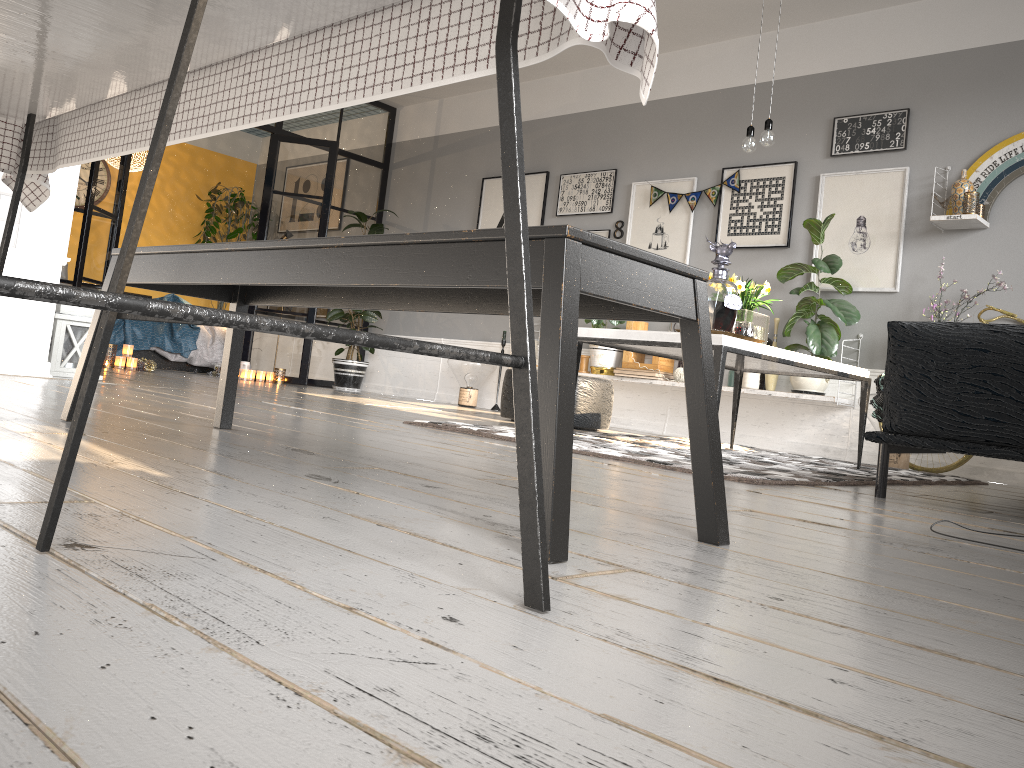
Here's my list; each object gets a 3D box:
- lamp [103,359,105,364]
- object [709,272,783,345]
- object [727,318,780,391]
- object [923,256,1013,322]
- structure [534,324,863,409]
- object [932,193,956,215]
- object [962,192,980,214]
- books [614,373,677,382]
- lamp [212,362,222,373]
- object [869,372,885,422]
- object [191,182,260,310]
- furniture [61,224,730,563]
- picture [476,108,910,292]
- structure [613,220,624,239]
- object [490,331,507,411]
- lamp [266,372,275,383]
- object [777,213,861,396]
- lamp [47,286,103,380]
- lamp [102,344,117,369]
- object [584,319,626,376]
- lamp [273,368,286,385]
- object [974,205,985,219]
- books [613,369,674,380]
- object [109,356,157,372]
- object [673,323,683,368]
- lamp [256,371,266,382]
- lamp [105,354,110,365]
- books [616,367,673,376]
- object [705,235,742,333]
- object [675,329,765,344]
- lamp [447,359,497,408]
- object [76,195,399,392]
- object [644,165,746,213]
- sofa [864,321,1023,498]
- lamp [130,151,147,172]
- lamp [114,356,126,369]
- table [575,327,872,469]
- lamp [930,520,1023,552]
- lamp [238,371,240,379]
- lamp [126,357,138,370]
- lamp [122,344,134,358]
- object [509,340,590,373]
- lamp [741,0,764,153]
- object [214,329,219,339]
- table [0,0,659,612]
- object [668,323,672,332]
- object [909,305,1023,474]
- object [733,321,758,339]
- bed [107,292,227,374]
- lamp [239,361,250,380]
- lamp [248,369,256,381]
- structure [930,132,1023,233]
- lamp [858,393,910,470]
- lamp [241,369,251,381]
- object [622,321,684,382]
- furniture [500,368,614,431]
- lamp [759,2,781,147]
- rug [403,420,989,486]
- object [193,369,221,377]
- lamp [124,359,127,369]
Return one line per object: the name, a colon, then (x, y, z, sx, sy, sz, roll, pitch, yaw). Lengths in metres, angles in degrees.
lamp: (-3.227, -0.184, 6.930, 0.080, 0.099, 0.080, 7, -3, -6)
object: (1.055, -0.332, 4.081, 0.350, 0.352, 0.325, 9, -3, -45)
object: (1.647, -0.205, 5.989, 0.286, 0.490, 0.330, 6, -3, 3)
object: (2.581, -0.429, 5.103, 0.252, 0.644, 0.488, 9, -3, -29)
structure: (1.122, -0.208, 6.513, 2.783, 0.488, 0.306, 6, -2, 43)
object: (2.561, -1.068, 5.250, 0.060, 0.166, 0.197, 8, -2, -13)
object: (2.676, -1.044, 5.159, 0.086, 0.140, 0.085, 5, -4, 36)
books: (0.990, -0.045, 6.564, 0.369, 0.021, 0.295, 7, 0, 38)
lamp: (-2.727, -0.134, 8.230, 0.096, 0.132, 0.108, 6, -3, 13)
object: (1.648, 0.058, 3.209, 0.491, 0.330, 0.663, 6, -1, 38)
object: (-3.354, -1.255, 10.421, 1.252, 2.214, 1.335, 5, -3, 30)
furniture: (-0.374, -0.046, 1.893, 1.674, 0.457, 0.463, 6, -2, 43)
picture: (-1.519, -1.574, 6.639, 7.312, 1.802, 4.017, 6, -1, 43)
structure: (0.625, -1.214, 7.351, 0.741, 0.264, 0.024, 6, -3, 43)
object: (-0.024, -0.112, 7.603, 0.280, 0.704, 0.091, 4, -5, 35)
lamp: (-2.197, -0.059, 8.048, 0.080, 0.099, 0.080, 7, -3, -6)
object: (1.969, -0.502, 5.699, 0.415, 1.155, 0.565, 7, -3, -7)
lamp: (-2.347, -0.281, 4.705, 0.287, 0.479, 0.285, 4, -4, 42)
lamp: (-3.136, -0.218, 6.869, 0.115, 0.188, 0.114, 4, -4, 42)
object: (0.735, -0.549, 6.807, 0.511, 0.968, 0.542, 5, -4, 28)
lamp: (-2.105, -0.070, 8.004, 0.107, 0.141, 0.107, 6, -3, 7)
object: (2.743, -1.007, 5.197, 0.062, 0.082, 0.062, 6, -3, 19)
books: (0.981, -0.071, 6.571, 0.385, 0.029, 0.258, 6, 0, 44)
object: (-3.132, -0.173, 7.255, 0.719, 0.118, 0.191, 7, -1, 32)
object: (1.269, -0.233, 6.540, 0.222, 0.465, 0.019, 4, -5, 43)
lamp: (-2.272, -0.068, 7.999, 0.080, 0.099, 0.080, 7, -3, -6)
lamp: (-3.293, -0.195, 7.137, 0.081, 0.107, 0.080, 4, -4, 43)
books: (0.988, -0.093, 6.582, 0.380, 0.017, 0.228, 7, 0, 40)
object: (0.832, -0.394, 3.548, 0.148, 0.419, 0.156, 9, -4, -27)
object: (0.844, -0.190, 3.588, 0.247, 0.015, 0.316, 7, 0, 43)
lamp: (-0.366, -0.018, 7.708, 0.431, 0.439, 0.432, 8, -2, -25)
object: (-2.480, -0.948, 7.412, 1.013, 1.801, 3.875, 4, -3, 43)
object: (1.352, -1.450, 6.685, 0.916, 0.341, 0.057, 6, -3, 43)
sofa: (2.272, 0.108, 3.449, 0.972, 0.801, 2.327, 5, -2, 43)
lamp: (-3.798, -2.668, 8.865, 0.616, 1.100, 0.614, 7, -3, -6)
lamp: (-3.103, -0.169, 7.003, 0.080, 0.099, 0.080, 7, -3, -6)
table: (0.991, 0.096, 4.071, 0.734, 0.513, 1.448, 5, -1, 43)
lamp: (1.649, -0.439, 1.817, 1.249, 1.710, 0.675, 4, -4, 41)
lamp: (-2.491, -0.094, 7.962, 0.081, 0.099, 0.080, 6, -3, 8)
lamp: (-3.036, -0.161, 7.064, 0.080, 0.099, 0.080, 7, -3, -6)
lamp: (-3.057, -0.263, 7.038, 0.080, 0.099, 0.080, 7, -3, -6)
object: (0.358, -0.202, 7.181, 0.787, 0.308, 0.327, 6, -2, 44)
lamp: (0.586, -1.951, 4.457, 1.397, 1.543, 0.074, 6, -4, 13)
object: (-2.584, -0.314, 8.363, 0.437, 0.524, 0.277, 7, -3, -6)
table: (-0.867, -0.273, 1.313, 2.030, 0.787, 0.926, 6, -2, 43)
object: (0.704, -0.310, 3.722, 0.082, 0.228, 0.168, 9, -4, -35)
object: (2.833, 0.082, 4.810, 1.630, 0.974, 0.424, 6, -3, 35)
object: (0.884, -0.216, 3.717, 0.280, 0.088, 0.245, 6, -1, 21)
bed: (-3.923, -0.601, 8.752, 2.328, 0.773, 1.887, 6, -1, 44)
lamp: (-2.436, -0.121, 8.051, 0.092, 0.167, 0.088, 6, -3, 9)
lamp: (-2.356, -0.078, 7.980, 0.080, 0.099, 0.080, 7, -3, -6)
structure: (3.300, -0.995, 4.661, 2.027, 0.959, 0.265, 6, -3, 43)
lamp: (2.203, 0.275, 5.075, 0.431, 0.439, 0.432, 7, -2, -16)
lamp: (-2.378, -0.081, 7.893, 0.080, 0.099, 0.080, 7, -3, -6)
object: (1.091, -0.240, 6.506, 0.547, 0.442, 0.237, 5, -3, 43)
furniture: (0.297, 0.096, 5.818, 0.737, 0.358, 0.731, 6, -1, 30)
lamp: (0.636, -1.946, 4.328, 1.397, 1.543, 0.074, 6, -4, 13)
rug: (1.001, 0.341, 4.326, 1.774, 0.034, 2.513, 7, 0, 43)
object: (-2.793, -0.100, 8.157, 0.326, 0.054, 0.087, 7, -1, 7)
lamp: (-3.136, -0.162, 7.115, 0.068, 0.080, 0.069, 9, -3, -39)
